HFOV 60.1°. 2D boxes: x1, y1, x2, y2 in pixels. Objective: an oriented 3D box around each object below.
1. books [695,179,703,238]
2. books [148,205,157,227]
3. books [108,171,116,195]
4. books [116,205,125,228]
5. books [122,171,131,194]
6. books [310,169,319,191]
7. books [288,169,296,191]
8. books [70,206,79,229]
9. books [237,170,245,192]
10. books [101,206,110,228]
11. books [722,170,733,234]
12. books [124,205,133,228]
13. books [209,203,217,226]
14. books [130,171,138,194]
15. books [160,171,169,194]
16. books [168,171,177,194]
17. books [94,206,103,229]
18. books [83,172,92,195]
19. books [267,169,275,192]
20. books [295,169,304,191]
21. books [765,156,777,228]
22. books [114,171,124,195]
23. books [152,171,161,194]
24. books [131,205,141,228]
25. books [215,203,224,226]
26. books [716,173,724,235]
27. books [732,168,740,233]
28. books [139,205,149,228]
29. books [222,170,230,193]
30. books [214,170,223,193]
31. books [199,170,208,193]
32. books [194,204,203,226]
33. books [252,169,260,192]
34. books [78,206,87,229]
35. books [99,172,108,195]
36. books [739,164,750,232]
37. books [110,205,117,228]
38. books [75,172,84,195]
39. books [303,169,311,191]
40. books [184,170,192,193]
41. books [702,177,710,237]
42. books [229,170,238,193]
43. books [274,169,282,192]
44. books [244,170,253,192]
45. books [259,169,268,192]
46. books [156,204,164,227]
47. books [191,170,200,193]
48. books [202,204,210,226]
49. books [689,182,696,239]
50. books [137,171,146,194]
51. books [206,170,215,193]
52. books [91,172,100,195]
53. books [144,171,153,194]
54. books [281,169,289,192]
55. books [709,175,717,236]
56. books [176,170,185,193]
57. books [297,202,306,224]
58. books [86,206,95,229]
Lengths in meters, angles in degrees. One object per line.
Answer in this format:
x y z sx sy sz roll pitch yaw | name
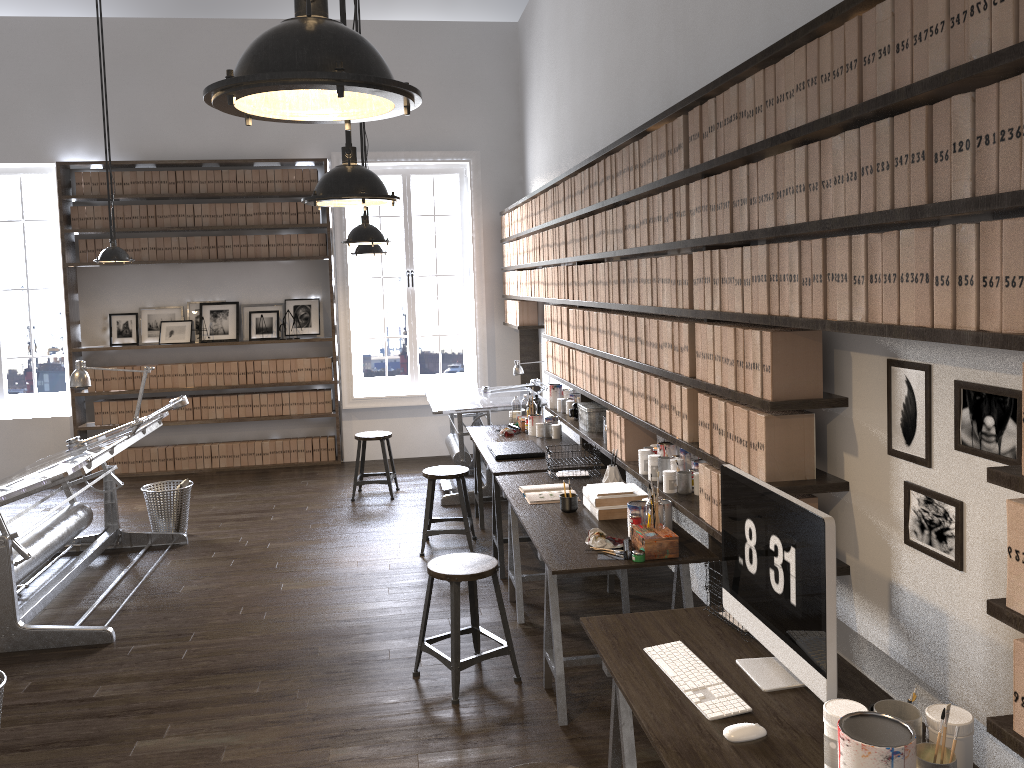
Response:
0.795 -0.667 3.387 0.174 0.225 0.067 -3 4 -8 | books
-3.450 -1.608 8.535 0.067 0.225 0.175 -2 5 -8 | books
-3.810 -1.907 8.468 0.067 0.225 0.175 -2 5 -8 | books
-3.735 -1.594 8.499 0.067 0.225 0.175 -2 5 -8 | books
-3.668 -1.914 8.487 0.067 0.225 0.175 -2 5 -8 | books
-1.947 -2.000 8.735 0.067 0.225 0.175 -2 5 -8 | books
-2.154 -1.990 8.703 0.067 0.225 0.175 -2 5 -8 | books
-4.140 -1.574 8.441 0.067 0.225 0.175 -2 5 -8 | books
-2.633 -1.966 8.634 0.067 0.225 0.175 -2 5 -8 | books
-3.868 -1.587 8.478 0.067 0.225 0.175 -2 5 -8 | books
0.836 -0.637 3.116 0.174 0.225 0.067 -3 4 -8 | books
-3.665 -1.598 8.509 0.067 0.225 0.175 -2 5 -8 | books
-2.899 -1.636 8.619 0.067 0.225 0.175 -2 5 -8 | books
-3.606 -1.918 8.497 0.067 0.225 0.175 -2 5 -8 | books
-3.333 -1.931 8.534 0.067 0.225 0.175 -2 5 -8 | books
-3.264 -1.935 8.549 0.067 0.225 0.175 -2 5 -8 | books
-3.930 -1.584 8.468 0.067 0.225 0.175 -2 5 -8 | books
-4.019 -1.896 8.433 0.067 0.225 0.175 -2 5 -8 | books
-2.354 -1.980 8.676 0.067 0.225 0.175 -2 5 -8 | books
-2.088 -1.994 8.719 0.067 0.225 0.175 -2 5 -8 | books
0.887 -0.597 2.765 0.174 0.225 0.067 -3 4 -8 | books
-3.740 -1.911 8.475 0.067 0.225 0.175 -2 5 -8 | books
-3.404 -1.928 8.528 0.067 0.225 0.175 -2 5 -8 | books
-3.594 -1.601 8.515 0.067 0.225 0.175 -2 5 -8 | books
-2.833 -1.639 8.624 0.067 0.225 0.175 -2 5 -8 | books
0.831 -0.645 3.190 0.174 0.225 0.067 -3 4 -8 | books
0.853 -0.629 3.043 0.174 0.225 0.067 -3 4 -8 | books
-3.525 -1.605 8.530 0.067 0.225 0.175 -2 5 -8 | books
-2.767 -1.960 8.619 0.067 0.225 0.175 -2 5 -8 | books
-2.841 -1.956 8.609 0.067 0.225 0.175 -2 5 -8 | books
-2.979 -1.949 8.587 0.067 0.225 0.175 -2 5 -8 | books
-3.033 -1.629 8.596 0.067 0.225 0.175 -2 5 -8 | books
-2.493 -1.974 8.661 0.067 0.225 0.175 -2 5 -8 | books
-4.071 -1.577 8.449 0.067 0.225 0.175 -2 5 -8 | books
-3.879 -1.904 8.460 0.067 0.225 0.175 -2 5 -8 | books
0.859 -0.621 2.972 0.174 0.225 0.067 -3 4 -8 | books
-3.801 -1.590 8.483 0.067 0.225 0.175 -2 5 -8 | books
-4.090 -1.893 8.422 0.067 0.225 0.175 -2 5 -8 | books
-2.018 -1.997 8.729 0.067 0.225 0.175 -2 5 -8 | books
-3.116 -1.942 8.570 0.067 0.225 0.175 -2 5 -8 | books
0.806 -0.659 3.316 0.174 0.225 0.067 -3 4 -8 | books
-2.704 -1.962 8.623 0.067 0.225 0.175 -2 5 -8 | books
-2.282 -1.984 8.688 0.067 0.225 0.175 -2 5 -8 | books
-2.561 -1.970 8.647 0.067 0.225 0.175 -2 5 -8 | books
-2.424 -1.977 8.669 0.067 0.225 0.175 -2 5 -8 | books
-3.377 -1.612 8.551 0.067 0.225 0.175 -2 5 -8 | books
-3.050 -1.945 8.573 0.067 0.225 0.175 -2 5 -8 | books
-2.961 -1.632 8.608 0.067 0.225 0.175 -2 5 -8 | books
0.788 -0.675 3.460 0.174 0.225 0.067 -3 4 -8 | books
-3.540 -1.920 8.502 0.067 0.225 0.175 -2 5 -8 | books
-2.911 -1.953 8.601 0.067 0.225 0.175 -2 5 -8 | books
-3.947 -1.900 8.446 0.067 0.225 0.175 -2 5 -8 | books
-3.474 -1.924 8.518 0.067 0.225 0.175 -2 5 -8 | books
-2.220 -1.987 8.698 0.067 0.225 0.175 -2 5 -8 | books
0.819 -0.652 3.254 0.174 0.225 0.067 -3 4 -8 | books
-3.189 -1.938 8.554 0.067 0.225 0.175 -2 5 -8 | books
-2.074 -1.677 8.735 0.067 0.225 0.175 -2 5 -8 | books
-4.001 -1.580 8.455 0.067 0.225 0.175 -2 5 -8 | books
